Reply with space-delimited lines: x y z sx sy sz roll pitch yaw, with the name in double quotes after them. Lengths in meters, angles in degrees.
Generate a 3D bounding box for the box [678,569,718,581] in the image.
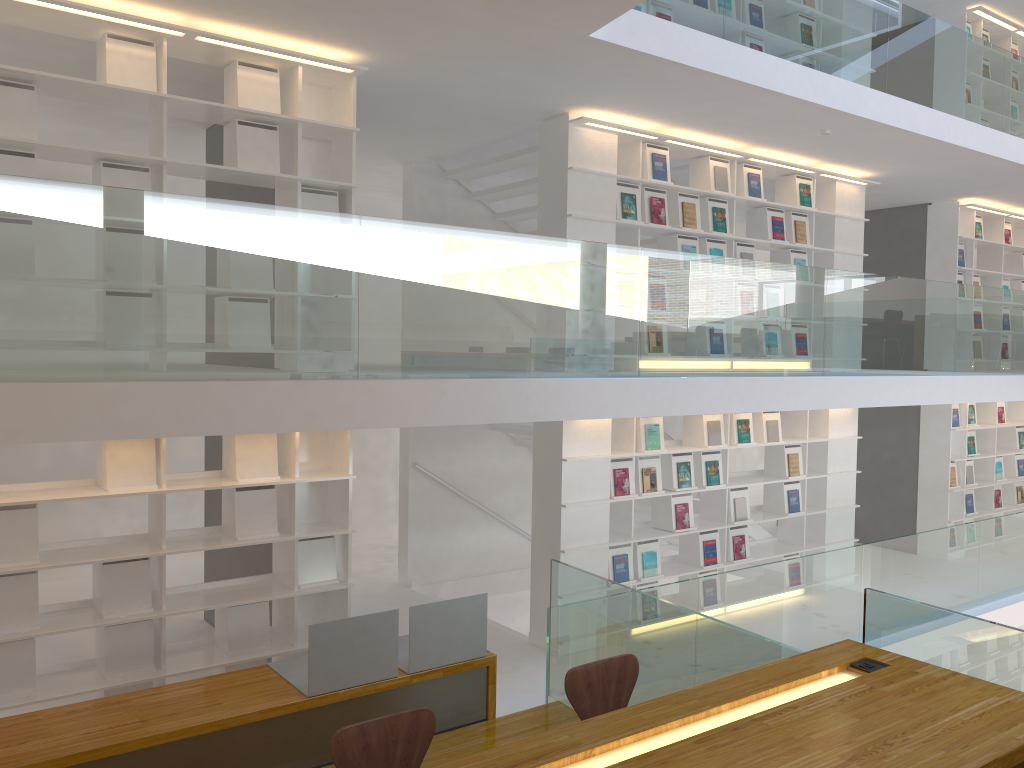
1.574 1.680 7.406 0.245 0.296 0.274 -1 3 -36 "box"

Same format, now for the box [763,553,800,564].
2.475 1.670 8.068 0.245 0.296 0.274 -1 3 -36 "box"

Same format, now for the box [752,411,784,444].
-0.581 2.133 5.838 7.125 3.764 0.498 -1 3 -36 "box"

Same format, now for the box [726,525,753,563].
1.881 1.349 7.616 0.245 0.296 0.274 -1 3 -36 "box"

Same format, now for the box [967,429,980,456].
5.091 0.648 10.018 0.245 0.296 0.274 -1 3 -36 "box"

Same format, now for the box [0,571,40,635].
-2.523 1.065 4.441 0.245 0.296 0.274 -1 3 -36 "box"

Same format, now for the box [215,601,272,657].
-1.564 1.383 5.163 0.245 0.296 0.274 -1 3 -36 "box"

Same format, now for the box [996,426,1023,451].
6.069 0.643 10.736 0.245 0.296 0.274 -1 3 -36 "box"

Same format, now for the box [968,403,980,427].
5.077 0.325 9.991 0.245 0.296 0.274 -1 3 -36 "box"

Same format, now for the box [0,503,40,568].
-2.518 0.737 4.428 0.245 0.296 0.274 -1 3 -36 "box"

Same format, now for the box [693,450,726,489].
1.594 0.695 7.371 0.245 0.296 0.274 -1 3 -36 "box"

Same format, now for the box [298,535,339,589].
-1.224 1.051 5.395 0.245 0.296 0.274 -1 3 -36 "box"

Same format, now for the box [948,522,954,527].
4.752 1.643 9.819 0.245 0.296 0.274 -1 3 -36 "box"

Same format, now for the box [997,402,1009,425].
5.625 0.318 10.390 0.245 0.296 0.274 -1 3 -36 "box"

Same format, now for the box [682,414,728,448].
1.605 0.366 7.363 0.245 0.296 0.274 -1 3 -36 "box"

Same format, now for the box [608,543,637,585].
0.774 1.361 6.802 0.245 0.296 0.274 -1 3 -36 "box"

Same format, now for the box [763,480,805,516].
2.466 1.014 8.028 0.245 0.296 0.274 -1 3 -36 "box"

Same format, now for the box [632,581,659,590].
1.012 1.686 6.994 0.245 0.296 0.274 -1 3 -36 "box"

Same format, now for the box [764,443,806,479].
2.470 0.685 8.015 0.245 0.296 0.274 -1 3 -36 "box"

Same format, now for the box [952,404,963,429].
4.777 0.331 9.770 0.245 0.296 0.274 -1 3 -36 "box"

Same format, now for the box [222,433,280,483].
-1.514 0.398 5.149 0.245 0.296 0.274 -1 3 -36 "box"

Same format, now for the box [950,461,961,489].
4.764 0.985 9.794 0.245 0.296 0.274 -1 3 -36 "box"

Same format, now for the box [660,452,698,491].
1.316 0.691 7.166 0.245 0.296 0.274 -1 3 -36 "box"

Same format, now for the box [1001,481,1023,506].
6.069 1.299 10.769 0.245 0.296 0.274 -1 3 -36 "box"

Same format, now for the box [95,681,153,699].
-2.090 1.717 4.793 0.245 0.296 0.274 -1 3 -36 "box"

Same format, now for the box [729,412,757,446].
1.906 0.363 7.584 0.245 0.296 0.274 -1 3 -36 "box"

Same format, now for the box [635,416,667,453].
1.033 0.372 6.942 0.245 0.296 0.274 -1 3 -36 "box"

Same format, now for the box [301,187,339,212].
-1.189 -1.008 5.317 0.245 0.296 0.274 -1 3 -36 "box"

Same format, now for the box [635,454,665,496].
1.020 0.701 6.965 0.245 0.296 0.274 -1 3 -36 "box"

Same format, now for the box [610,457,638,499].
0.782 0.703 6.775 0.245 0.296 0.274 -1 3 -36 "box"

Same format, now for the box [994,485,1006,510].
5.613 1.304 10.435 0.245 0.296 0.274 -1 3 -36 "box"

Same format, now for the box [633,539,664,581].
1.013 1.358 6.977 0.245 0.296 0.274 -1 3 -36 "box"

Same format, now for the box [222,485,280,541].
-1.521 0.726 5.160 0.245 0.296 0.274 -1 3 -36 "box"

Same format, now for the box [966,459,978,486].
5.067 0.981 10.017 0.245 0.296 0.274 -1 3 -36 "box"

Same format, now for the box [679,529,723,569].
1.579 1.352 7.394 0.245 0.296 0.274 -1 3 -36 "box"

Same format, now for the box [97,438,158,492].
-2.059 0.403 4.745 0.245 0.296 0.274 -1 3 -36 "box"

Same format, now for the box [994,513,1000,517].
5.608 1.633 10.447 0.245 0.296 0.274 -1 3 -36 "box"

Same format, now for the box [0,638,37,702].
-2.539 1.394 4.446 0.245 0.296 0.274 -1 3 -36 "box"

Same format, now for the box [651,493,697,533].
1.315 1.019 7.182 0.245 0.296 0.274 -1 3 -36 "box"

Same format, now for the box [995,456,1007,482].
5.630 0.975 10.430 0.245 0.296 0.274 -1 3 -36 "box"

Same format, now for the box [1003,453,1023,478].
6.064 0.970 10.749 0.245 0.296 0.274 -1 3 -36 "box"

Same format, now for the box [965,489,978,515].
5.093 1.309 10.052 0.245 0.296 0.274 -1 3 -36 "box"

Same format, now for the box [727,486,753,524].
1.882 1.020 7.600 0.245 0.296 0.274 -1 3 -36 "box"

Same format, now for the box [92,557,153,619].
-2.090 1.060 4.759 0.245 0.296 0.274 -1 3 -36 "box"

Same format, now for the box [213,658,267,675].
-1.578 1.712 5.169 0.245 0.296 0.274 -1 3 -36 "box"

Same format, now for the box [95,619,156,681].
-2.084 1.389 4.780 0.245 0.296 0.274 -1 3 -36 "box"

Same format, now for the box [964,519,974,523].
5.096 1.638 10.071 0.245 0.296 0.274 -1 3 -36 "box"
